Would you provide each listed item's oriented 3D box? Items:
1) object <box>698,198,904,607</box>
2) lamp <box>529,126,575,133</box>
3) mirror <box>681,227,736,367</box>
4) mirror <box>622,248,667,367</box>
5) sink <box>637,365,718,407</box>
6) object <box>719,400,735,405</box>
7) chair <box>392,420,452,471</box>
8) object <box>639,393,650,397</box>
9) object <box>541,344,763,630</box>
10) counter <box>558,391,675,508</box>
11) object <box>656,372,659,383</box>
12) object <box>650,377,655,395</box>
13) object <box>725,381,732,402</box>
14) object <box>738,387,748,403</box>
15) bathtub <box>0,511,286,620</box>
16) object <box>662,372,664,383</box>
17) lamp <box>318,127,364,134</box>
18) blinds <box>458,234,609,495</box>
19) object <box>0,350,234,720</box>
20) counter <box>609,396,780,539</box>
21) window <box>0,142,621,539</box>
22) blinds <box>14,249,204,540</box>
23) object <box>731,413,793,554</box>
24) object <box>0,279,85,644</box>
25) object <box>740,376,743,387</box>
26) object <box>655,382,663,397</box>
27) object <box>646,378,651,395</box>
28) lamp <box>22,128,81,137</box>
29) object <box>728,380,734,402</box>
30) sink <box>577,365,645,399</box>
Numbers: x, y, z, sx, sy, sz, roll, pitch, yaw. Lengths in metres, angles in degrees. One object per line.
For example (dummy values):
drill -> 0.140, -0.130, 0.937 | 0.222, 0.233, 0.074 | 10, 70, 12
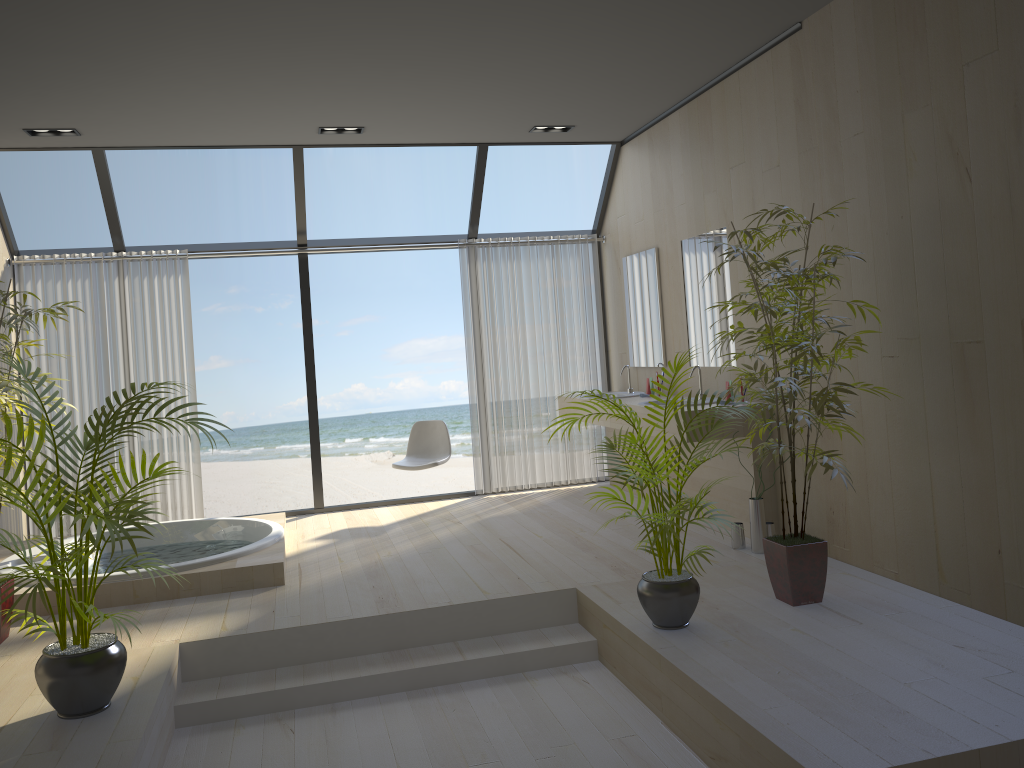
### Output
object -> 1.264, 0.076, 3.906 | 0.786, 1.758, 0.935 | -4, 0, 11
lamp -> 0.283, -1.895, 6.404 | 0.301, 0.112, 0.164 | -4, 1, -14
mirror -> 1.279, -0.544, 5.742 | 0.023, 0.869, 0.652 | -4, 0, -14
mirror -> 1.001, -0.565, 6.739 | 0.023, 0.869, 0.652 | -4, 0, -14
sink -> 1.041, 0.102, 5.535 | 0.504, 0.419, 0.573 | -4, 1, -11
object -> 1.258, 0.106, 5.168 | 0.104, 0.029, 0.033 | -3, 1, 26
chair -> -0.678, 0.467, 6.718 | 0.368, 0.347, 0.455 | -4, 1, 14
object -> 0.965, 0.079, 6.338 | 0.104, 0.029, 0.033 | -3, 1, 26
object -> 0.570, 0.421, 3.677 | 0.915, 1.158, 0.751 | -4, 0, 20
counter -> 0.815, 0.485, 6.741 | 0.551, 0.791, 1.204 | -4, 1, -14
object -> 1.041, 0.001, 6.314 | 0.012, 0.178, 0.050 | -4, -1, 25
object -> 1.030, 0.018, 6.521 | 0.039, 0.135, 0.039 | -5, -1, 35
object -> 1.281, 0.052, 5.246 | 0.039, 0.135, 0.039 | -4, -1, 27
object -> 1.350, 0.068, 5.171 | 0.058, 0.100, 0.058 | -4, 0, -4
bathtub -> -2.309, 1.083, 5.351 | 1.823, 0.699, 1.646 | -4, 2, -14
object -> 1.069, -0.001, 6.337 | 0.054, 0.175, 0.012 | -4, -1, 11
lamp -> -1.169, -1.780, 6.036 | 0.301, 0.112, 0.164 | -4, 1, -14
blinds -> 0.201, -0.186, 7.322 | 1.184, 2.072, 0.084 | -4, -1, -14
object -> -1.543, 0.496, 3.236 | 1.067, 1.346, 0.871 | -4, 0, -26
counter -> 1.108, 0.512, 5.572 | 0.551, 0.791, 1.204 | -4, 1, -14
window -> -1.342, -0.399, 6.745 | 4.564, 2.817, 0.744 | -4, -1, -14
blinds -> -2.948, 0.064, 6.525 | 1.184, 2.072, 0.084 | -4, -1, -14
object -> 1.399, 0.536, 4.885 | 0.407, 0.750, 0.273 | -4, -1, -26
object -> -2.548, 0.331, 4.103 | 0.786, 1.758, 0.935 | -4, 0, 11
object -> 1.334, 0.028, 5.145 | 0.012, 0.178, 0.050 | -4, -1, 25
object -> 1.057, 0.041, 6.340 | 0.058, 0.100, 0.058 | -4, 0, -7
object -> 0.988, 0.025, 6.415 | 0.039, 0.135, 0.039 | -5, -1, 35
lamp -> -2.909, -1.642, 5.596 | 0.301, 0.112, 0.164 | -4, 1, -14
object -> 1.323, 0.045, 5.352 | 0.039, 0.135, 0.039 | -4, -1, 27
sink -> 0.748, 0.075, 6.705 | 0.504, 0.419, 0.573 | -4, 1, -11
